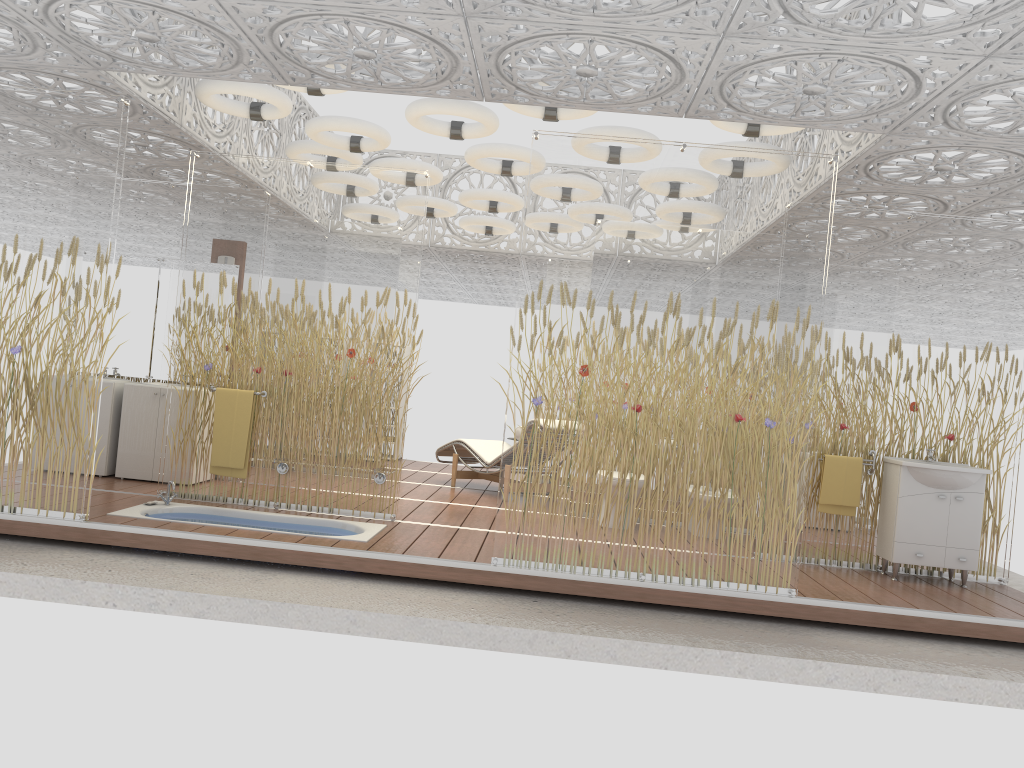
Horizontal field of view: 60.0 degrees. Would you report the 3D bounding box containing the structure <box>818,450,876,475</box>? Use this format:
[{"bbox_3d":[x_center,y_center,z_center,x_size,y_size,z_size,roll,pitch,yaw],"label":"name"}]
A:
[{"bbox_3d":[2.411,0.549,6.339,0.405,0.183,0.115,6,0,1],"label":"structure"}]

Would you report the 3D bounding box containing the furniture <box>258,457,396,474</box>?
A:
[{"bbox_3d":[-1.337,0.587,6.419,0.977,0.014,0.178,6,0,3],"label":"furniture"}]

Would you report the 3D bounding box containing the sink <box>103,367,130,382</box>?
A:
[{"bbox_3d":[-3.608,-0.021,7.661,0.573,0.266,0.499,6,0,0],"label":"sink"}]

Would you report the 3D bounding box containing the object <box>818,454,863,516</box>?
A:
[{"bbox_3d":[2.335,0.722,6.311,0.295,0.427,0.042,6,0,-7],"label":"object"}]

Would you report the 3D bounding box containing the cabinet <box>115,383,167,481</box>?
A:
[{"bbox_3d":[-2.928,0.414,7.609,0.643,0.782,0.549,6,0,3],"label":"cabinet"}]

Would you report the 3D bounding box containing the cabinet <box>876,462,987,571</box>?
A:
[{"bbox_3d":[2.933,0.917,6.223,0.580,0.678,0.316,6,0,3],"label":"cabinet"}]

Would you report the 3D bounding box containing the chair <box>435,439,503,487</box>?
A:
[{"bbox_3d":[-0.055,0.701,8.927,0.635,0.811,1.787,6,0,-37],"label":"chair"}]

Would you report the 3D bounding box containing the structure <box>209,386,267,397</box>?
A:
[{"bbox_3d":[-2.041,0.055,6.572,0.442,0.047,0.078,6,0,3],"label":"structure"}]

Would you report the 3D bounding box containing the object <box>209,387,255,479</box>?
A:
[{"bbox_3d":[-2.070,0.362,6.545,0.283,0.656,0.042,6,0,3],"label":"object"}]

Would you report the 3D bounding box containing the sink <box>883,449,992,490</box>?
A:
[{"bbox_3d":[2.964,0.592,6.158,0.603,0.263,0.454,6,0,3],"label":"sink"}]

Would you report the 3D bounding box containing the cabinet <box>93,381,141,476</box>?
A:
[{"bbox_3d":[-3.642,0.345,7.643,0.643,0.782,0.549,6,0,3],"label":"cabinet"}]

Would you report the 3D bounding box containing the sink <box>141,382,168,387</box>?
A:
[{"bbox_3d":[-2.894,0.048,7.628,0.573,0.266,0.499,5,0,5],"label":"sink"}]

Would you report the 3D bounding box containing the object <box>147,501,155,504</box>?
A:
[{"bbox_3d":[-2.533,0.834,6.221,0.035,0.016,0.066,5,0,12],"label":"object"}]

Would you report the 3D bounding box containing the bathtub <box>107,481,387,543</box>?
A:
[{"bbox_3d":[-1.765,1.036,6.025,1.700,0.582,0.700,6,0,3],"label":"bathtub"}]

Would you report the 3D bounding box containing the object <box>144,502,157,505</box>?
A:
[{"bbox_3d":[-2.535,0.840,6.221,0.065,0.011,0.108,5,0,12],"label":"object"}]

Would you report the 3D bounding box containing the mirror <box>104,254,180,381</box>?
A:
[{"bbox_3d":[-3.177,-0.584,7.906,1.422,1.081,0.009,6,0,3],"label":"mirror"}]
